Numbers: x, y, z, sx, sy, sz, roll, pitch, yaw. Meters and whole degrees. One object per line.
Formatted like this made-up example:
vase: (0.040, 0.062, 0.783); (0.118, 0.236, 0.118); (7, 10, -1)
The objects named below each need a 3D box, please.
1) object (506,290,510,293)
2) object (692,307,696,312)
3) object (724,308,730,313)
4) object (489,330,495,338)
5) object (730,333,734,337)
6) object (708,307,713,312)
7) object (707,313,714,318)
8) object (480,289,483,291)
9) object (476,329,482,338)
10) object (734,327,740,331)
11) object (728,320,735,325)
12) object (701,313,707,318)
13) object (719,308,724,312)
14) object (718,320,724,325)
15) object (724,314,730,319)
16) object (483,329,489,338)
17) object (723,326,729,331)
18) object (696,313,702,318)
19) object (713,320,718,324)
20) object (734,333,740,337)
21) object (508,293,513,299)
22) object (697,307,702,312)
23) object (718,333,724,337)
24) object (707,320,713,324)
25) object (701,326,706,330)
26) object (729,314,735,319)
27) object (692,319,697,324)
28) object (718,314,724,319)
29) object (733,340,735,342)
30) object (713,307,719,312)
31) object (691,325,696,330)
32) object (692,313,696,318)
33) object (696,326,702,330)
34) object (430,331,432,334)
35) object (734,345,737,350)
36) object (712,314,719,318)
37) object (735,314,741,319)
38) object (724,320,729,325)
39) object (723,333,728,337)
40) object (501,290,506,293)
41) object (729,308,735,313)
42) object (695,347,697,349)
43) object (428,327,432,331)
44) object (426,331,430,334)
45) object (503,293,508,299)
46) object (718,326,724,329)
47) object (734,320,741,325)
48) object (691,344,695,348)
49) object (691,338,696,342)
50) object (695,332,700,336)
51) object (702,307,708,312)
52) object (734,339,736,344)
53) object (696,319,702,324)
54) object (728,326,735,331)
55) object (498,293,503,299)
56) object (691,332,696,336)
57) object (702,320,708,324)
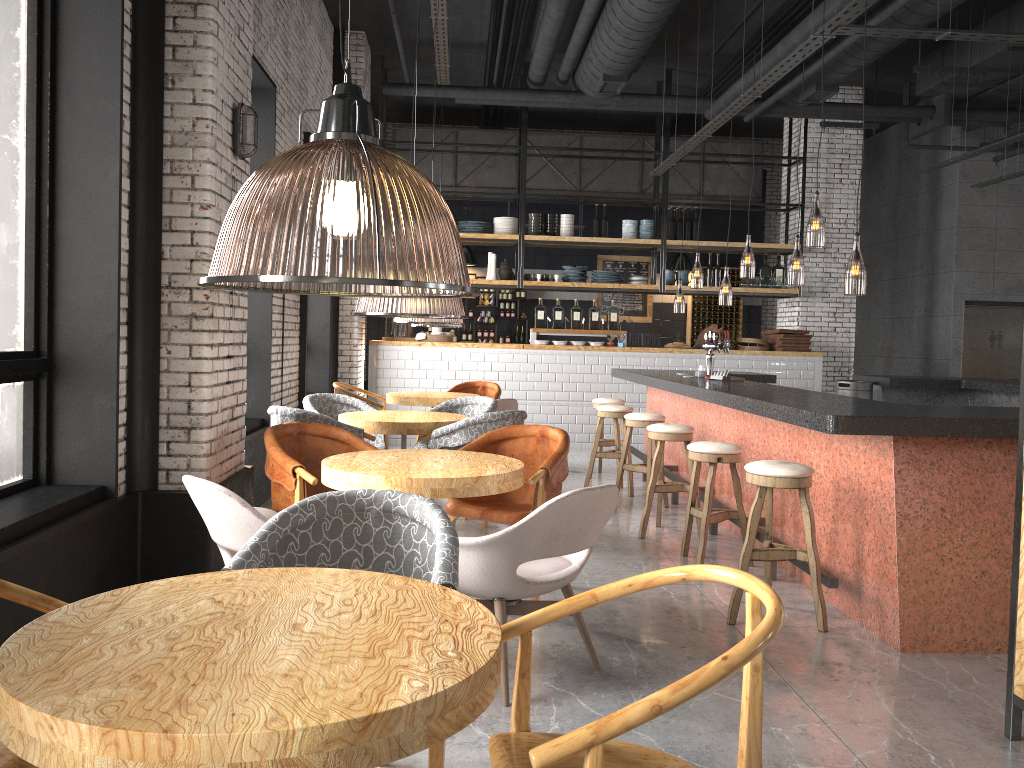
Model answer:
object: (-0.066, -1.591, 14.935); (0.076, 0.111, 0.076); (2, 2, 2)
object: (3.084, -1.271, 15.050); (0.079, 0.079, 0.284); (1, 3, -3)
object: (3.652, -1.255, 15.049); (0.079, 0.079, 0.284); (1, 3, -3)
object: (-0.338, -0.849, 14.964); (0.100, 0.139, 0.088); (1, 2, -3)
object: (3.733, -0.835, 15.101); (0.079, 0.079, 0.281); (1, 3, -3)
object: (3.368, -1.263, 15.051); (0.079, 0.079, 0.284); (1, 3, -3)
object: (3.367, -1.157, 15.031); (0.079, 0.079, 0.284); (1, 3, -3)
object: (-0.521, -1.635, 14.905); (0.079, 0.156, 0.079); (2, 2, 7)
object: (-0.549, -0.854, 14.952); (0.100, 0.139, 0.088); (1, 2, -3)
object: (3.831, -0.937, 15.088); (0.079, 0.079, 0.281); (1, 3, -3)
object: (3.738, -1.045, 15.095); (0.079, 0.079, 0.284); (1, 3, -3)
object: (3.270, -1.162, 15.064); (0.079, 0.079, 0.284); (1, 3, -3)
object: (3.556, -1.259, 15.062); (0.079, 0.079, 0.284); (1, 3, -3)
object: (3.550, -1.050, 15.089); (0.079, 0.079, 0.284); (1, 3, -3)
object: (3.649, -1.150, 15.048); (0.079, 0.079, 0.284); (1, 3, -3)
object: (-0.440, -0.852, 14.958); (0.100, 0.139, 0.088); (1, 2, -3)
object: (3.642, -0.942, 15.077); (0.079, 0.079, 0.281); (1, 3, -3)
object: (3.176, -1.164, 15.063); (0.079, 0.079, 0.284); (1, 3, -3)
object: (3.457, -1.051, 15.063); (0.079, 0.079, 0.284); (1, 3, -3)
object: (3.827, -0.833, 15.107); (0.079, 0.079, 0.281); (1, 3, -3)
object: (-0.027, -1.479, 14.940); (0.076, 0.111, 0.076); (1, 2, -8)
object: (3.180, -1.268, 15.040); (0.079, 0.079, 0.284); (1, 3, -3)
object: (3.545, -0.839, 15.075); (0.079, 0.079, 0.281); (1, 3, -3)
object: (3.362, -1.053, 15.058); (0.079, 0.079, 0.284); (1, 3, -3)
object: (3.265, -0.951, 15.055); (0.079, 0.079, 0.281); (1, 3, -3)
object: (3.741, -1.150, 15.093); (0.079, 0.079, 0.284); (1, 3, -3)
object: (3.081, -1.059, 15.018); (0.079, 0.079, 0.284); (1, 3, -3)
object: (3.553, -1.155, 15.081); (0.079, 0.079, 0.284); (1, 3, -3)
object: (3.732, -0.728, 15.070); (0.079, 0.079, 0.281); (1, 3, -3)
object: (3.464, -1.260, 15.034); (0.079, 0.079, 0.284); (1, 3, -3)
object: (3.076, -0.956, 15.059); (0.079, 0.079, 0.281); (1, 3, -3)
object: (3.083, -1.165, 15.038); (0.079, 0.079, 0.284); (1, 3, -3)
object: (3.172, -0.952, 15.030); (0.079, 0.079, 0.281); (1, 3, -3)
object: (-1.336, -0.844, 14.883); (0.071, 0.083, 0.071); (1, 2, -13)
object: (3.822, -0.622, 15.089); (0.079, 0.079, 0.281); (1, 3, -3)
object: (3.461, -1.155, 15.041); (0.079, 0.079, 0.284); (1, 3, -3)
object: (3.836, -1.147, 15.082); (0.079, 0.079, 0.284); (1, 3, -3)
object: (3.645, -1.047, 15.075); (0.079, 0.079, 0.284); (1, 3, -3)
object: (3.638, -0.838, 15.100); (0.079, 0.079, 0.281); (1, 3, -3)
object: (-0.147, -1.593, 14.928); (0.076, 0.111, 0.076); (0, 3, -28)
object: (3.745, -1.254, 15.073); (0.079, 0.079, 0.284); (1, 3, -3)
object: (3.162, -0.638, 15.059); (0.079, 0.079, 0.281); (1, 3, -3)
object: (-1.368, -0.928, 14.882); (0.071, 0.083, 0.071); (2, 3, 22)
object: (-1.415, -0.846, 14.878); (0.071, 0.083, 0.071); (2, 2, 7)
object: (-0.109, -1.481, 14.933); (0.076, 0.111, 0.076); (2, 2, 17)
object: (3.547, -0.945, 15.087); (0.079, 0.079, 0.281); (1, 3, -3)
object: (3.835, -1.041, 15.067); (0.079, 0.079, 0.284); (1, 3, -3)
object: (3.067, -0.641, 15.069); (0.079, 0.079, 0.281); (1, 3, -3)
object: (3.071, -0.745, 15.050); (0.079, 0.079, 0.281); (1, 3, -3)
object: (3.169, -0.847, 15.029); (0.079, 0.079, 0.281); (1, 3, -3)
object: (3.275, -1.265, 15.026); (0.079, 0.079, 0.284); (1, 3, -3)
object: (3.825, -0.727, 15.095); (0.079, 0.079, 0.281); (1, 3, -3)
object: (3.174, -1.058, 15.047); (0.079, 0.079, 0.284); (1, 3, -3)
object: (3.738, -0.938, 15.059); (0.079, 0.079, 0.281); (1, 3, -3)
object: (-0.191, -1.483, 14.929); (0.076, 0.111, 0.076); (2, 2, 7)
object: (3.074, -0.850, 15.038); (0.079, 0.079, 0.281); (1, 3, -3)
object: (3.269, -1.055, 15.043); (0.079, 0.079, 0.284); (1, 3, -3)
